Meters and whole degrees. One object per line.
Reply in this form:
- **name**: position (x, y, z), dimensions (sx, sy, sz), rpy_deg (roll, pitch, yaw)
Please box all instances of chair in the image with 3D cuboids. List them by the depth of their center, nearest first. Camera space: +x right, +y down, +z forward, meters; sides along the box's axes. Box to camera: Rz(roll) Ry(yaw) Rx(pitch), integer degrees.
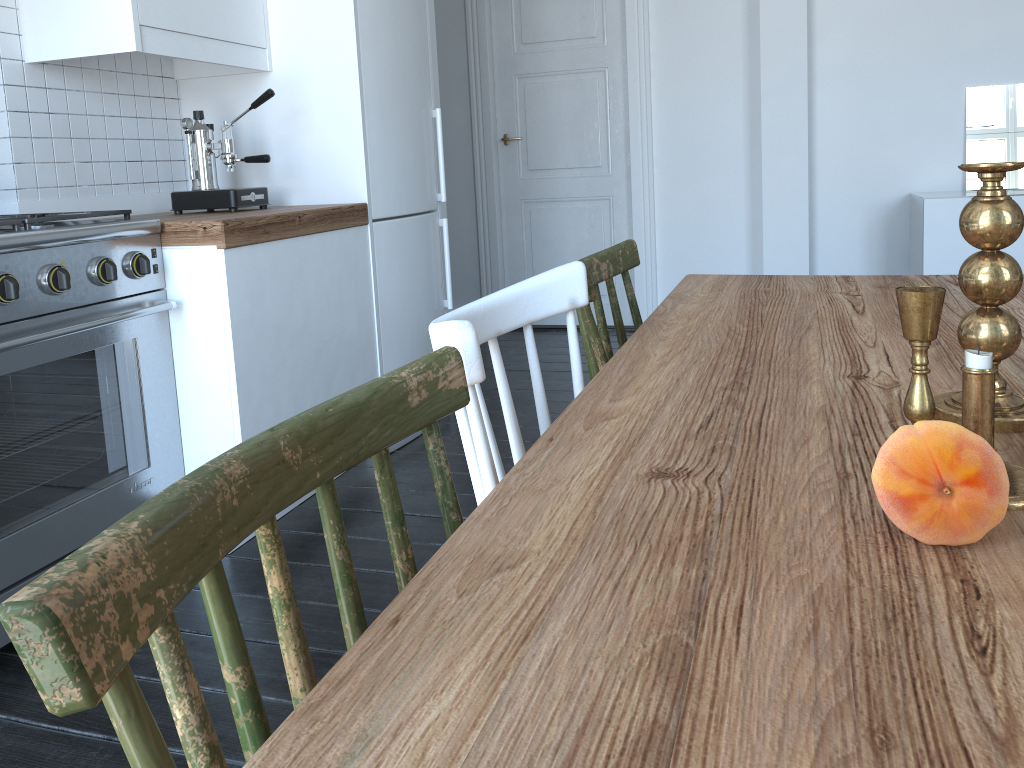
- **chair**: position (0.075, 0.430, 0.546), dimensions (0.485, 0.813, 0.476), rpy_deg (0, 10, 17)
- **chair**: position (0.188, 0.301, 1.010), dimensions (0.510, 0.829, 0.475), rpy_deg (0, 10, 18)
- **chair**: position (0.355, 0.186, 1.468), dimensions (0.485, 0.814, 0.476), rpy_deg (0, 10, 17)

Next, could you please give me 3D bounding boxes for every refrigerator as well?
- **refrigerator**: position (-0.665, -0.712, 3.310), dimensions (0.681, 1.773, 0.586), rpy_deg (0, 9, 18)

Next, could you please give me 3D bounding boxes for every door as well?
- **door**: position (0.278, -1.522, 5.006), dimensions (1.041, 2.435, 0.118), rpy_deg (0, 8, 18)

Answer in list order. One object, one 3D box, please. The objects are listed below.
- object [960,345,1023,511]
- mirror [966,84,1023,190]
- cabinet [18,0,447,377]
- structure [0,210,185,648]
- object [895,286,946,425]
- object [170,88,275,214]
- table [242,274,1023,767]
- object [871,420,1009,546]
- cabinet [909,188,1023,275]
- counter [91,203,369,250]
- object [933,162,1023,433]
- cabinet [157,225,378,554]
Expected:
- **object**: position (0.360, 0.026, 0.681), dimensions (0.102, 0.112, 0.104), rpy_deg (-2, 11, 4)
- **mirror**: position (2.571, -1.198, 4.236), dimensions (0.696, 0.495, 0.055), rpy_deg (1, 8, 18)
- **cabinet**: position (-1.302, -0.610, 1.875), dimensions (0.780, 2.328, 3.866), rpy_deg (0, 13, 22)
- **structure**: position (-1.273, 0.027, 2.051), dimensions (0.722, 1.003, 0.713), rpy_deg (0, 10, 18)
- **object**: position (0.373, -0.018, 0.805), dimensions (0.049, 0.137, 0.050), rpy_deg (0, 9, 18)
- **object**: position (-0.884, -0.727, 2.764), dimensions (0.353, 0.364, 0.209), rpy_deg (1, 10, 18)
- **table**: position (0.549, 0.397, 0.799), dimensions (1.018, 0.703, 2.274), rpy_deg (1, 14, 18)
- **object**: position (0.291, 0.066, 0.602), dimensions (0.085, 0.082, 0.091), rpy_deg (3, 13, 30)
- **cabinet**: position (2.515, -0.522, 4.049), dimensions (1.200, 0.723, 0.601), rpy_deg (1, 11, 18)
- **counter**: position (-1.355, -0.191, 1.603), dimensions (0.846, 0.072, 3.165), rpy_deg (2, 15, 18)
- **object**: position (0.455, -0.086, 0.839), dimensions (0.101, 0.243, 0.102), rpy_deg (5, 11, 42)
- **cabinet**: position (-1.386, 0.228, 1.683), dimensions (0.730, 0.799, 3.245), rpy_deg (2, 14, 26)
